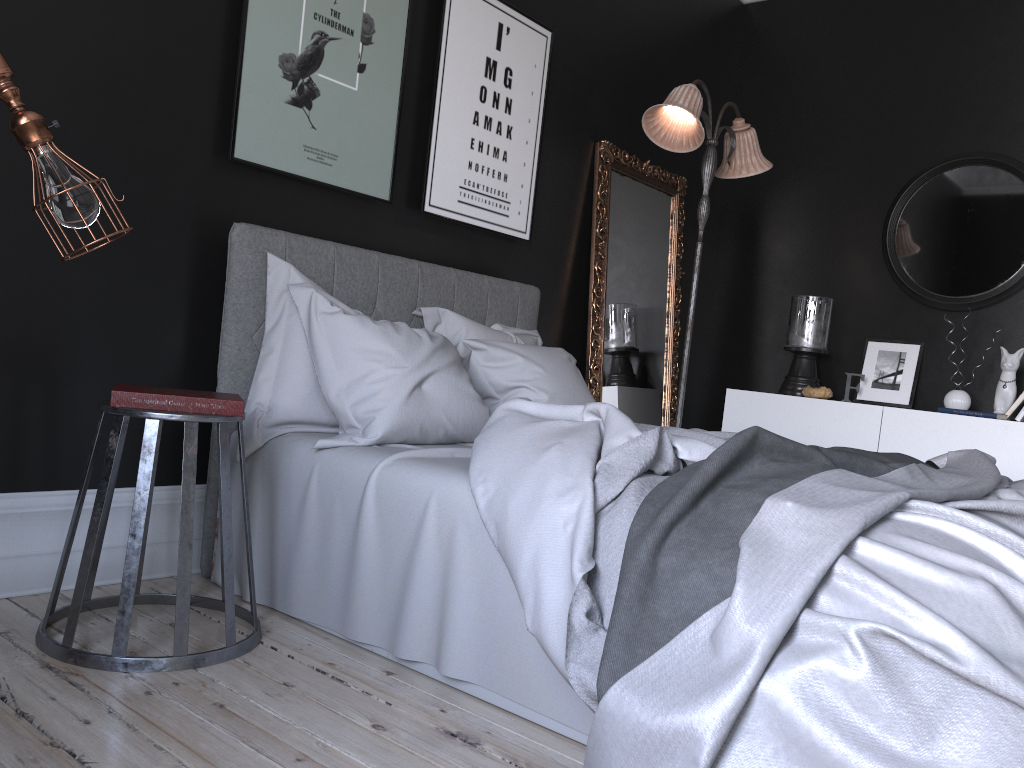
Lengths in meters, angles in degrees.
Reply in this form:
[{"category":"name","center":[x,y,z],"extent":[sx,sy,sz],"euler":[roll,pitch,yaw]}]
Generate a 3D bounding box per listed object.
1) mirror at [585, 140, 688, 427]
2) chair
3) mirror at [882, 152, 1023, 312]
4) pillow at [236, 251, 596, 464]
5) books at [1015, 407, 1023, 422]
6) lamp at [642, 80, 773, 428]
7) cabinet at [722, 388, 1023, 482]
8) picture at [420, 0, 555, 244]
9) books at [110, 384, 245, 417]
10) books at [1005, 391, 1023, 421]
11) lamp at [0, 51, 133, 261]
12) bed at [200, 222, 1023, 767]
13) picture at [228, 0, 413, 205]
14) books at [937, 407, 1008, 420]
[{"category":"mirror","center":[0.756,-0.247,5.314],"extent":[0.254,2.194,0.992],"euler":[9,3,39]},{"category":"chair","center":[-1.016,0.402,2.588],"extent":[0.613,0.673,0.613],"euler":[6,2,-7]},{"category":"mirror","center":[2.632,-0.887,5.159],"extent":[0.923,0.925,0.061],"euler":[8,3,39]},{"category":"pillow","center":[-0.212,-0.043,3.604],"extent":[0.679,0.760,1.831],"euler":[8,2,39]},{"category":"books","center":[2.785,0.087,4.724],"extent":[0.132,0.245,0.195],"euler":[8,3,39]},{"category":"lamp","center":[0.941,-0.325,4.684],"extent":[0.987,2.413,0.771],"euler":[5,3,-18]},{"category":"cabinet","center":[2.358,0.601,4.882],"extent":[2.393,0.883,0.570],"euler":[8,3,39]},{"category":"picture","center":[-0.097,-1.276,4.220],"extent":[0.014,1.079,0.792],"euler":[9,3,39]},{"category":"books","center":[-0.969,0.046,2.580],"extent":[0.346,0.045,0.275],"euler":[6,2,-21]},{"category":"books","center":[2.734,0.079,4.726],"extent":[0.158,0.246,0.203],"euler":[8,3,39]},{"category":"lamp","center":[-1.742,-0.220,1.838],"extent":[1.718,1.780,0.436],"euler":[6,3,-13]},{"category":"bed","center":[0.585,0.252,2.867],"extent":[3.280,1.299,2.766],"euler":[7,2,28]},{"category":"picture","center":[-0.709,-1.322,3.468],"extent":[0.014,1.079,0.792],"euler":[9,3,39]},{"category":"books","center":[2.409,0.155,4.636],"extent":[0.193,0.030,0.289],"euler":[5,2,-45]}]
